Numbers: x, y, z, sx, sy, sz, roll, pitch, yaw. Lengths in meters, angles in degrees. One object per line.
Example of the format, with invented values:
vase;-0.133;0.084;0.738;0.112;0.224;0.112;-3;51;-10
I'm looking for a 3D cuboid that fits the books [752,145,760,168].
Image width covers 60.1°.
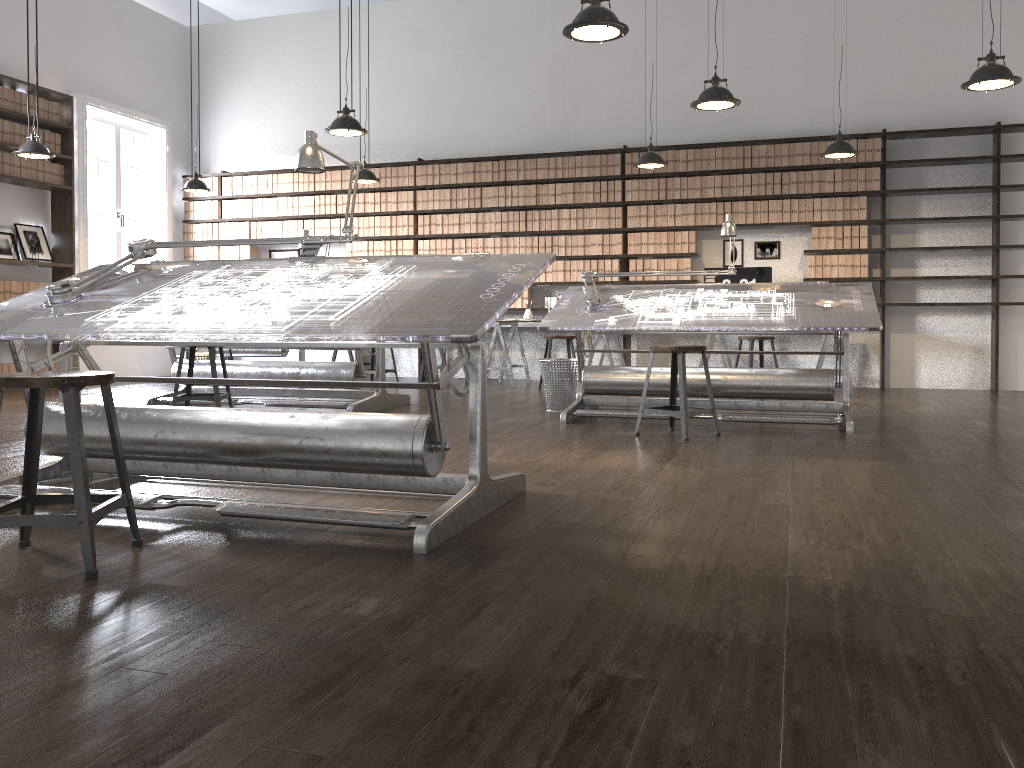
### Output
books;2.431;-2.248;8.825;0.067;0.225;0.175;0;2;18

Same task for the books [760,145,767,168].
books;2.497;-2.247;8.799;0.067;0.225;0.175;0;2;18

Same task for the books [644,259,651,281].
books;1.413;-1.173;9.175;0.067;0.225;0.175;0;2;18

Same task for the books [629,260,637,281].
books;1.271;-1.176;9.220;0.067;0.225;0.175;0;2;18

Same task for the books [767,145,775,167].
books;2.566;-2.245;8.781;0.067;0.225;0.175;0;2;18

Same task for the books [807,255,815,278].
books;2.932;-1.140;8.680;0.067;0.225;0.175;0;2;18

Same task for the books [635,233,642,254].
books;1.321;-1.450;9.197;0.067;0.225;0.175;0;2;18

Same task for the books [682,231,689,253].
books;1.778;-1.440;9.047;0.067;0.225;0.175;0;2;18

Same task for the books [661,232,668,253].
books;1.578;-1.444;9.109;0.067;0.225;0.175;0;2;18

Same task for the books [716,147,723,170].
books;2.096;-2.255;8.926;0.067;0.225;0.175;0;2;18

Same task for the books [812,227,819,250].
books;2.969;-1.414;8.667;0.067;0.225;0.175;0;2;18

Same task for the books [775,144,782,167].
books;2.633;-2.244;8.759;0.067;0.225;0.175;0;2;18

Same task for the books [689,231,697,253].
books;1.847;-1.439;9.029;0.067;0.225;0.175;0;2;18

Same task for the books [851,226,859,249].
books;3.313;-1.407;8.557;0.067;0.225;0.175;0;2;18

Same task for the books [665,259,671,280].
books;1.616;-1.169;9.109;0.067;0.225;0.175;0;2;18

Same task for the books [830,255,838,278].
books;3.132;-1.136;8.617;0.067;0.225;0.175;0;2;18

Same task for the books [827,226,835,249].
books;3.102;-1.411;8.620;0.067;0.225;0.175;0;2;18

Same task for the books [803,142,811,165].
books;2.889;-2.238;8.672;0.067;0.225;0.175;0;2;18

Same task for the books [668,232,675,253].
books;1.644;-1.443;9.094;0.067;0.225;0.175;0;2;18

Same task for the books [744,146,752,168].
books;2.358;-2.250;8.843;0.067;0.225;0.175;0;2;18

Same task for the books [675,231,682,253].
books;1.712;-1.442;9.072;0.067;0.225;0.175;0;2;18

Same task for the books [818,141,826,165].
books;3.024;-2.236;8.635;0.067;0.225;0.175;0;2;18

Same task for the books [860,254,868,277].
books;3.392;-1.131;8.536;0.067;0.225;0.175;0;2;18

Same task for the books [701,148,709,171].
books;1.963;-2.258;8.976;0.067;0.225;0.175;0;2;18

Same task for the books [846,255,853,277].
books;3.263;-1.133;8.571;0.067;0.225;0.175;0;2;18

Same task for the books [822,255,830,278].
books;3.067;-1.138;8.642;0.067;0.225;0.175;0;2;18

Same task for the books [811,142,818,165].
books;2.957;-2.237;8.654;0.067;0.225;0.175;0;2;18

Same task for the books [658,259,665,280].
books;1.548;-1.170;9.131;0.067;0.225;0.175;0;2;18

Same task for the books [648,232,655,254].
books;1.456;-1.447;9.152;0.067;0.225;0.175;0;2;18

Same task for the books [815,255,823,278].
books;3.000;-1.139;8.662;0.067;0.225;0.175;0;2;18

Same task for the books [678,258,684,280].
books;1.743;-1.166;9.066;0.067;0.225;0.175;0;2;18

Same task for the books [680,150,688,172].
books;1.759;-2.263;9.038;0.067;0.225;0.175;0;2;18

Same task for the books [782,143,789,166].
books;2.696;-2.242;8.733;0.067;0.225;0.175;0;2;18

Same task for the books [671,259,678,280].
books;1.678;-1.167;9.083;0.067;0.225;0.175;0;2;18

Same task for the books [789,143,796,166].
books;2.761;-2.241;8.717;0.067;0.225;0.175;0;2;18

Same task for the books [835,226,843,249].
books;3.171;-1.410;8.603;0.067;0.225;0.175;0;2;18

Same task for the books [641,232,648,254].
books;1.386;-1.448;9.172;0.067;0.225;0.175;0;2;18

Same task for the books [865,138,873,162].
books;3.426;-2.227;8.505;0.067;0.225;0.175;0;2;18

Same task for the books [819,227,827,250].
books;3.036;-1.413;8.646;0.067;0.225;0.175;0;2;18

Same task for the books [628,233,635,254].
books;1.255;-1.452;9.221;0.067;0.225;0.175;0;2;18

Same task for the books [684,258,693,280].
books;1.802;-1.165;9.046;0.067;0.225;0.175;0;2;18

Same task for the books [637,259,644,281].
books;1.340;-1.175;9.192;0.067;0.225;0.175;0;2;18

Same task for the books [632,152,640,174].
books;1.297;-2.272;9.184;0.067;0.225;0.175;0;2;18

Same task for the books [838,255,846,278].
books;3.200;-1.134;8.592;0.067;0.225;0.175;0;2;18

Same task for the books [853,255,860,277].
books;3.325;-1.132;8.556;0.067;0.225;0.175;0;2;18

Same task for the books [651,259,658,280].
books;1.479;-1.172;9.148;0.067;0.225;0.175;0;2;18

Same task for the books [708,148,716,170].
books;2.028;-2.257;8.951;0.067;0.225;0.175;0;2;18

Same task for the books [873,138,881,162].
books;3.491;-2.225;8.480;0.067;0.225;0.175;0;2;18

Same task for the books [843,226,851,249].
books;3.241;-1.408;8.575;0.067;0.225;0.175;0;2;18

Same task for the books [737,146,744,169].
books;2.289;-2.251;8.871;0.067;0.225;0.175;0;2;18

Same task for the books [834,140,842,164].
books;3.157;-2.232;8.584;0.067;0.225;0.175;0;2;18

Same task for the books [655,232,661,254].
books;1.516;-1.446;9.134;0.067;0.225;0.175;0;2;18

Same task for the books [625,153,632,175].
books;1.228;-2.274;9.212;0.067;0.225;0.175;0;2;18

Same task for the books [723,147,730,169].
books;2.165;-2.254;8.904;0.067;0.225;0.175;0;2;18

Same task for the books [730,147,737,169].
books;2.226;-2.253;8.888;0.067;0.225;0.175;0;2;18

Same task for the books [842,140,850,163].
books;3.226;-2.231;8.562;0.067;0.225;0.175;0;2;18

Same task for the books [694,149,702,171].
books;1.896;-2.260;8.996;0.067;0.225;0.175;0;2;18

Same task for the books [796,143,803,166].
books;2.820;-2.240;8.696;0.067;0.225;0.175;0;2;18

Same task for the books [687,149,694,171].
books;1.827;-2.261;9.014;0.067;0.225;0.175;0;2;18
